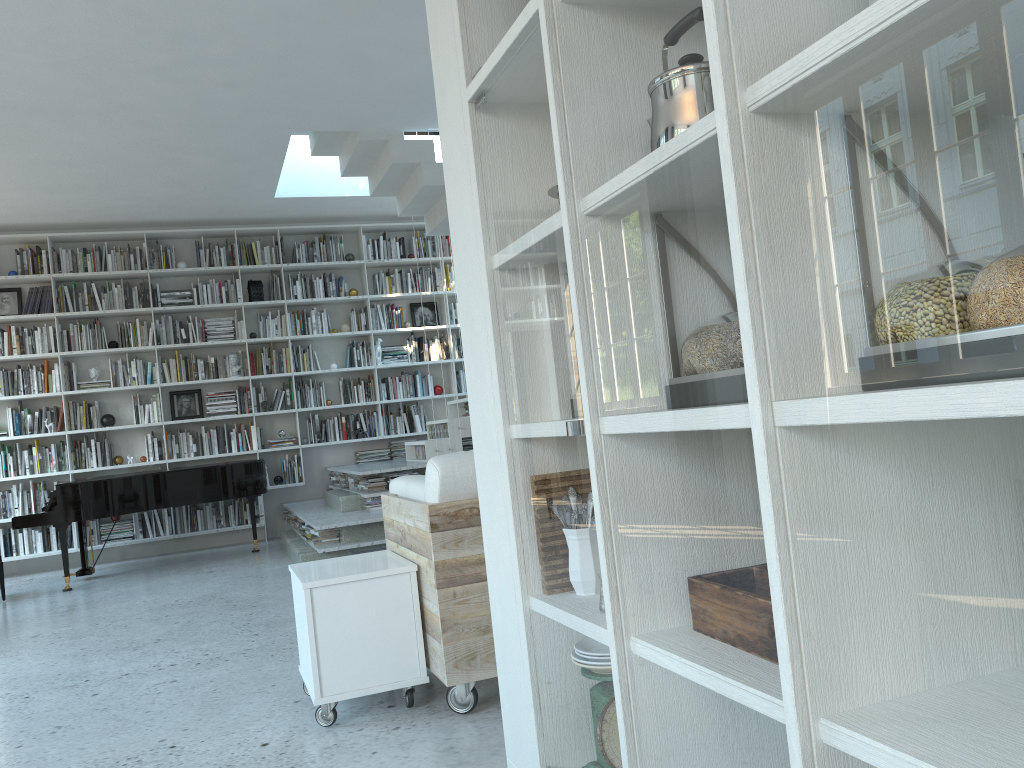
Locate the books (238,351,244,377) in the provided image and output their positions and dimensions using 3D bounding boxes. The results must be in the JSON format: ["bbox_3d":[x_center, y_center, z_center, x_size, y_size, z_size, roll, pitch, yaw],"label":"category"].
[{"bbox_3d":[-2.738,-0.194,8.959,0.025,0.279,0.108,-6,-2,-19],"label":"books"}]

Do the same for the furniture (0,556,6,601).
[{"bbox_3d":[-4.011,1.464,6.677,0.239,0.353,0.467,-5,-3,-44],"label":"furniture"}]

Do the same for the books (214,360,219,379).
[{"bbox_3d":[-2.951,-0.135,8.856,0.029,0.200,0.178,-6,-2,-19],"label":"books"}]

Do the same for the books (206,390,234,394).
[{"bbox_3d":[-2.915,0.083,8.866,0.254,0.012,0.161,-6,-2,-15],"label":"books"}]

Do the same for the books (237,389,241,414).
[{"bbox_3d":[-2.744,0.184,8.915,0.011,0.260,0.184,-6,-2,-19],"label":"books"}]

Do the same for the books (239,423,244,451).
[{"bbox_3d":[-2.722,0.539,8.922,0.010,0.284,0.132,-6,-2,-19],"label":"books"}]

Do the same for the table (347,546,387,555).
[{"bbox_3d":[-0.264,1.082,5.399,1.269,0.218,1.258,-5,-2,-19],"label":"table"}]

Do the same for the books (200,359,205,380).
[{"bbox_3d":[-3.080,-0.130,8.822,0.030,0.215,0.168,-6,-2,-19],"label":"books"}]

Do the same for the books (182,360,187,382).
[{"bbox_3d":[-3.243,-0.120,8.779,0.024,0.228,0.147,-6,-2,-19],"label":"books"}]

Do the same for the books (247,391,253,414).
[{"bbox_3d":[-2.643,0.190,8.937,0.034,0.229,0.199,-6,-2,-19],"label":"books"}]

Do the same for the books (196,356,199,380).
[{"bbox_3d":[-3.128,-0.143,8.819,0.011,0.251,0.130,-6,-2,-19],"label":"books"}]

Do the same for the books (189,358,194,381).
[{"bbox_3d":[-3.180,-0.130,8.794,0.025,0.236,0.137,-6,-2,-19],"label":"books"}]

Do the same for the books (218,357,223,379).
[{"bbox_3d":[-2.925,-0.151,8.894,0.025,0.230,0.143,-6,-2,-19],"label":"books"}]

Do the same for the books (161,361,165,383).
[{"bbox_3d":[-3.431,-0.106,8.717,0.011,0.235,0.142,-6,-2,-19],"label":"books"}]

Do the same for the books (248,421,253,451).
[{"bbox_3d":[-2.635,0.522,8.944,0.011,0.300,0.149,-6,-2,-19],"label":"books"}]

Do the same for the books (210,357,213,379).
[{"bbox_3d":[-3.001,-0.147,8.849,0.010,0.234,0.175,-6,-2,-19],"label":"books"}]

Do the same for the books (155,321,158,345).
[{"bbox_3d":[-3.490,-0.480,8.713,0.012,0.254,0.161,-6,-2,-19],"label":"books"}]

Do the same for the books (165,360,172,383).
[{"bbox_3d":[-3.379,-0.115,8.722,0.042,0.242,0.162,-6,-2,-19],"label":"books"}]

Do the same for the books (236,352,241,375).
[{"bbox_3d":[-2.757,-0.183,8.941,0.025,0.259,0.130,-6,-2,-19],"label":"books"}]

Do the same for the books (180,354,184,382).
[{"bbox_3d":[-3.254,-0.147,8.752,0.010,0.280,0.170,-6,-2,-19],"label":"books"}]

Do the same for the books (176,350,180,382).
[{"bbox_3d":[-3.286,-0.163,8.727,0.014,0.317,0.188,-6,-2,-19],"label":"books"}]

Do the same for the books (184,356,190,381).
[{"bbox_3d":[-3.222,-0.138,8.794,0.028,0.259,0.134,-6,-2,-19],"label":"books"}]

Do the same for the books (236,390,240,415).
[{"bbox_3d":[-2.755,0.189,8.914,0.012,0.254,0.161,-6,-2,-19],"label":"books"}]

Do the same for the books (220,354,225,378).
[{"bbox_3d":[-2.897,-0.169,8.884,0.025,0.258,0.150,-6,-2,-19],"label":"books"}]

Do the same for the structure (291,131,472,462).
[{"bbox_3d":[-0.556,-0.711,7.823,2.612,3.381,1.955,-6,-2,-19],"label":"structure"}]

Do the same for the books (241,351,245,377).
[{"bbox_3d":[-2.714,-0.190,8.950,0.014,0.266,0.154,-6,-2,-19],"label":"books"}]

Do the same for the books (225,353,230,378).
[{"bbox_3d":[-2.857,-0.173,8.909,0.024,0.259,0.126,-6,-2,-19],"label":"books"}]

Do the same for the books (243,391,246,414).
[{"bbox_3d":[-2.704,0.195,8.946,0.013,0.232,0.134,-6,-2,-19],"label":"books"}]

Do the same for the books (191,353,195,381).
[{"bbox_3d":[-3.162,-0.156,8.794,0.013,0.283,0.177,-6,-2,-19],"label":"books"}]

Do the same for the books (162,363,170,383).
[{"bbox_3d":[-3.391,-0.097,8.704,0.053,0.208,0.156,-6,-2,-19],"label":"books"}]

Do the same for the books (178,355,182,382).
[{"bbox_3d":[-3.270,-0.139,8.731,0.015,0.266,0.189,-6,-2,-19],"label":"books"}]

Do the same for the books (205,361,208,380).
[{"bbox_3d":[-3.045,-0.124,8.846,0.050,0.199,0.146,-6,-2,-19],"label":"books"}]

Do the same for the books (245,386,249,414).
[{"bbox_3d":[-2.670,0.168,8.939,0.011,0.279,0.186,-6,-2,-19],"label":"books"}]

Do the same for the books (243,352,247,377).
[{"bbox_3d":[-2.704,-0.188,8.966,0.014,0.261,0.137,-6,-2,-19],"label":"books"}]

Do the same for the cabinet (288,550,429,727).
[{"bbox_3d":[-0.552,0.884,3.144,0.380,0.487,0.503,-6,-2,-19],"label":"cabinet"}]

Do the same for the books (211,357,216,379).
[{"bbox_3d":[-2.979,-0.144,8.844,0.029,0.224,0.185,-6,-2,-19],"label":"books"}]

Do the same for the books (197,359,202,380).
[{"bbox_3d":[-3.105,-0.128,8.812,0.024,0.216,0.175,-6,-2,-19],"label":"books"}]

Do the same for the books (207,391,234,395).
[{"bbox_3d":[-2.915,0.095,8.868,0.254,0.012,0.161,-5,-2,-22],"label":"books"}]

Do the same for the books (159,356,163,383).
[{"bbox_3d":[-3.444,-0.128,8.716,0.010,0.282,0.140,-6,-2,-19],"label":"books"}]

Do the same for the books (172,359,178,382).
[{"bbox_3d":[-3.322,-0.119,8.745,0.029,0.240,0.156,-6,-2,-19],"label":"books"}]

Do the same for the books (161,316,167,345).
[{"bbox_3d":[-3.420,-0.508,8.725,0.026,0.297,0.179,-6,-2,-19],"label":"books"}]

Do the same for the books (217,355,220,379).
[{"bbox_3d":[-2.931,-0.160,8.853,0.012,0.245,0.186,-6,-2,-19],"label":"books"}]

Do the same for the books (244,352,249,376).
[{"bbox_3d":[-2.690,-0.191,8.979,0.023,0.264,0.107,-6,-2,-19],"label":"books"}]

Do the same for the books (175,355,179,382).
[{"bbox_3d":[-3.310,-0.142,8.764,0.010,0.284,0.136,-6,-2,-19],"label":"books"}]

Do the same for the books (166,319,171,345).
[{"bbox_3d":[-3.379,-0.497,8.731,0.025,0.266,0.185,-6,-2,-19],"label":"books"}]

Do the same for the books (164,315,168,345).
[{"bbox_3d":[-3.409,-0.517,8.750,0.014,0.313,0.133,-6,-2,-19],"label":"books"}]

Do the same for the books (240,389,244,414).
[{"bbox_3d":[-2.726,0.185,8.933,0.013,0.256,0.163,-6,-2,-19],"label":"books"}]

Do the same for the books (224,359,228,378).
[{"bbox_3d":[-2.878,-0.144,8.907,0.022,0.206,0.114,-6,-2,-19],"label":"books"}]

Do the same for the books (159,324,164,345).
[{"bbox_3d":[-3.447,-0.471,8.732,0.027,0.228,0.147,-6,-2,-19],"label":"books"}]

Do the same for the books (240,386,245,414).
[{"bbox_3d":[-2.716,0.168,8.937,0.011,0.288,0.152,-6,-2,-19],"label":"books"}]

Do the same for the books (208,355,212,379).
[{"bbox_3d":[-3.015,-0.158,8.849,0.014,0.258,0.161,-6,-2,-19],"label":"books"}]

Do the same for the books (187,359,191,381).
[{"bbox_3d":[-3.195,-0.125,8.781,0.012,0.228,0.169,-6,-2,-19],"label":"books"}]

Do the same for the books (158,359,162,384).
[{"bbox_3d":[-3.450,-0.114,8.703,0.012,0.254,0.161,-6,-2,-19],"label":"books"}]

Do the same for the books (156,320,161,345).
[{"bbox_3d":[-3.469,-0.489,8.709,0.026,0.267,0.171,-6,-2,-19],"label":"books"}]

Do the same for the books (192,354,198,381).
[{"bbox_3d":[-3.138,-0.151,8.787,0.027,0.267,0.190,-6,-2,-19],"label":"books"}]

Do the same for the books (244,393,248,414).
[{"bbox_3d":[-2.687,0.201,8.950,0.021,0.217,0.132,-6,-2,-19],"label":"books"}]

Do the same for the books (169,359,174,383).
[{"bbox_3d":[-3.350,-0.120,8.742,0.026,0.248,0.139,-6,-2,-19],"label":"books"}]

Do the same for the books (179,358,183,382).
[{"bbox_3d":[-3.268,-0.126,8.765,0.010,0.244,0.149,-6,-2,-19],"label":"books"}]

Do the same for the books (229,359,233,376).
[{"bbox_3d":[-2.826,-0.147,8.916,0.035,0.201,0.149,-6,-2,-19],"label":"books"}]
